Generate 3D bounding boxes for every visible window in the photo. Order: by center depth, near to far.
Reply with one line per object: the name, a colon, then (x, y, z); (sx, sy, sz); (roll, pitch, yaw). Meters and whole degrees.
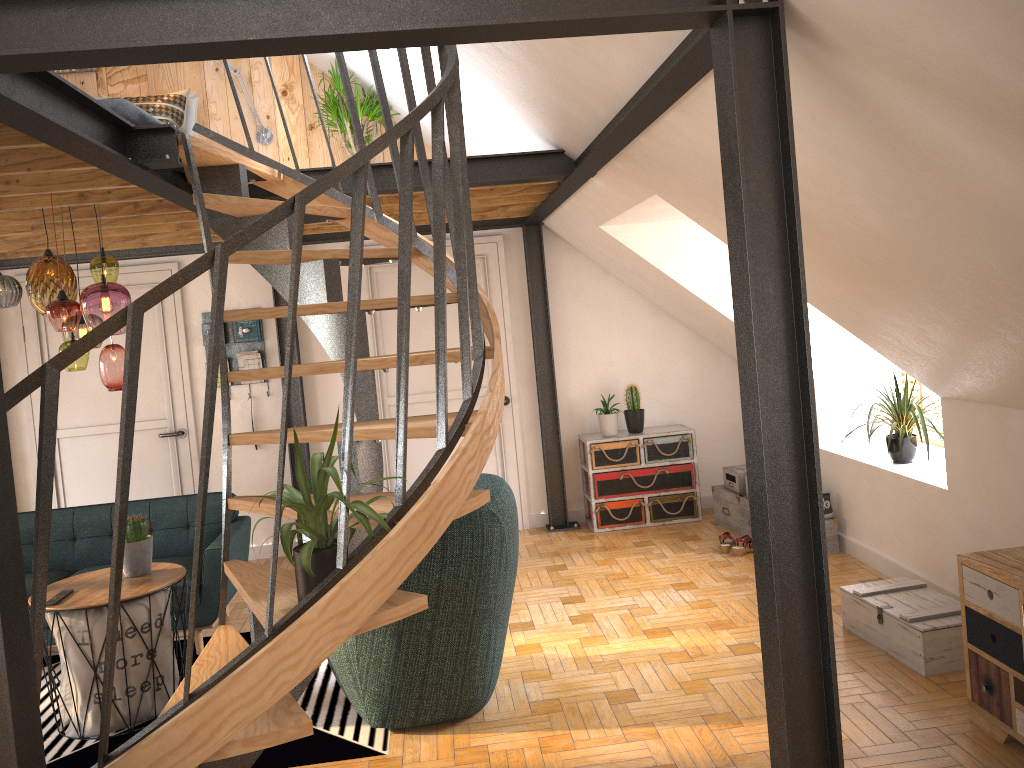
window: (-1.369, -0.545, 1.623); (8.633, 4.458, 7.799); (-6, 4, -5)

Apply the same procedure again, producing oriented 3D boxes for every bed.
bed: (-2.900, -1.502, 5.414); (2.122, 1.019, 2.294); (-6, 4, -5)

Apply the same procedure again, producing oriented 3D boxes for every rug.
rug: (-2.300, 1.577, 4.187); (3.501, 0.010, 1.703); (-6, 5, -5)

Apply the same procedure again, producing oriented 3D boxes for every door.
door: (-2.993, 0.291, 6.606); (1.200, 2.296, 0.088); (-5, 2, -5)
door: (-0.560, 0.051, 6.823); (1.200, 2.296, 0.088); (-5, 2, -5)

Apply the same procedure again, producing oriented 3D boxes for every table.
table: (-1.849, 1.193, 4.138); (0.680, 0.685, 0.683); (-3, 4, 34)

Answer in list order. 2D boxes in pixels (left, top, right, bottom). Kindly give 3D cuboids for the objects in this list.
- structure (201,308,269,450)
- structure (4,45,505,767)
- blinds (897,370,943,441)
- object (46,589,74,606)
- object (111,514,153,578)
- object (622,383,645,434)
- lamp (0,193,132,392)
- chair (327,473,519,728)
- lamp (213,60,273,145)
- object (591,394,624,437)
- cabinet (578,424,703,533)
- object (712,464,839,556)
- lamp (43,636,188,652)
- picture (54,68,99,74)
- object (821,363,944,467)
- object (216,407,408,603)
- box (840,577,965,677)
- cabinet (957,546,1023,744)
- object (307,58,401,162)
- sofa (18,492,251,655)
structure: (-2.072, -0.020, 6.676); (0.442, 1.075, 0.099); (-5, 2, -5)
structure: (-0.882, -0.371, 3.225); (1.626, 3.812, 2.254); (-5, 3, 10)
blinds: (2.578, -0.381, 5.154); (0.070, 1.482, 1.433); (-5, 3, -5)
object: (-2.018, 0.951, 3.947); (0.051, 0.013, 0.208); (-6, 4, -5)
object: (-1.805, 0.767, 4.242); (0.190, 0.295, 0.173); (-7, 3, -31)
object: (0.925, 0.173, 6.762); (0.168, 0.400, 0.169); (-8, 3, -44)
lamp: (-2.130, -0.443, 4.184); (0.490, 1.012, 0.620); (-3, 3, 35)
chair: (-0.398, 0.939, 3.953); (0.902, 0.962, 0.898); (-6, 3, -20)
lamp: (-2.166, -2.153, 6.384); (0.194, 0.812, 0.853); (-3, 4, 42)
object: (0.721, 0.231, 6.721); (0.233, 0.329, 0.214); (-5, 3, 1)
cabinet: (0.980, 0.716, 6.808); (0.834, 0.694, 0.380); (-6, 3, -5)
object: (1.668, 0.844, 6.095); (0.697, 0.428, 1.157); (-6, 4, -5)
lamp: (-3.139, 0.735, 4.881); (2.358, 1.716, 0.572); (-5, 2, 3)
picture: (-3.274, -2.556, 6.483); (0.421, 0.553, 0.017); (-6, 2, -5)
object: (2.286, 0.160, 5.174); (1.017, 0.583, 0.924); (-4, 4, 13)
object: (-0.603, 0.355, 2.636); (0.528, 0.590, 0.458); (-6, 3, -17)
box: (1.844, 1.092, 4.080); (0.376, 0.218, 0.642); (-6, 4, -10)
cabinet: (2.042, 0.990, 2.490); (0.596, 0.632, 1.762); (-6, 4, -5)
object: (-1.116, -1.735, 6.271); (0.732, 1.046, 0.792); (-3, 4, 34)
sofa: (-2.542, 1.135, 5.047); (1.974, 0.781, 0.826); (-6, 3, -5)
